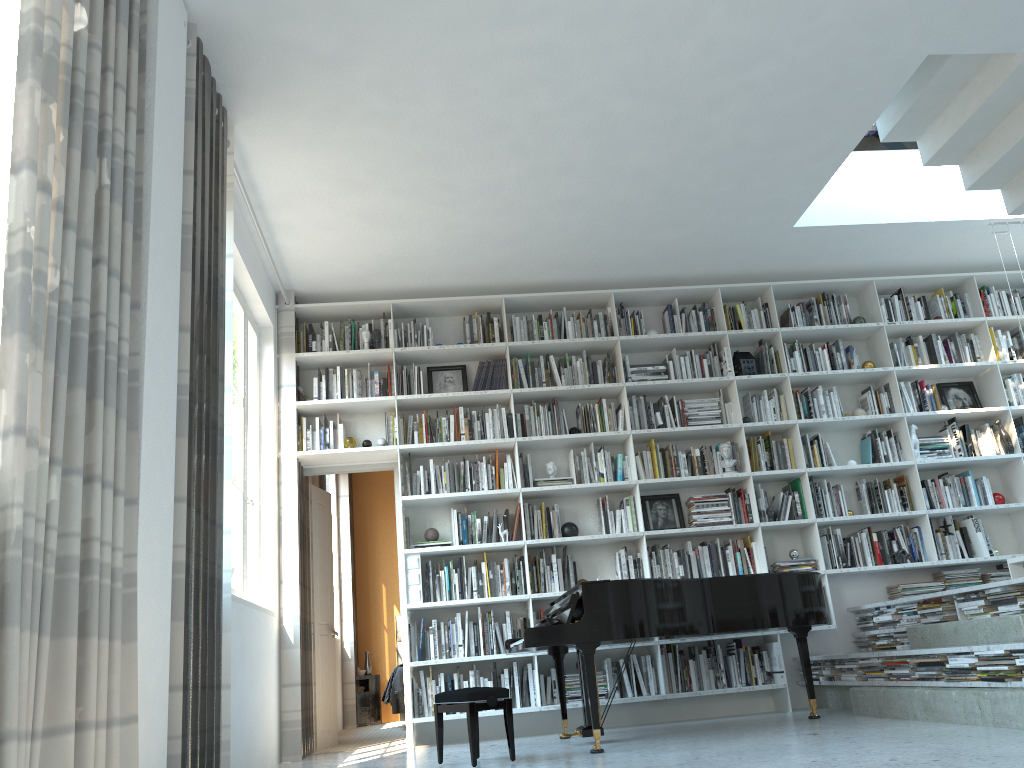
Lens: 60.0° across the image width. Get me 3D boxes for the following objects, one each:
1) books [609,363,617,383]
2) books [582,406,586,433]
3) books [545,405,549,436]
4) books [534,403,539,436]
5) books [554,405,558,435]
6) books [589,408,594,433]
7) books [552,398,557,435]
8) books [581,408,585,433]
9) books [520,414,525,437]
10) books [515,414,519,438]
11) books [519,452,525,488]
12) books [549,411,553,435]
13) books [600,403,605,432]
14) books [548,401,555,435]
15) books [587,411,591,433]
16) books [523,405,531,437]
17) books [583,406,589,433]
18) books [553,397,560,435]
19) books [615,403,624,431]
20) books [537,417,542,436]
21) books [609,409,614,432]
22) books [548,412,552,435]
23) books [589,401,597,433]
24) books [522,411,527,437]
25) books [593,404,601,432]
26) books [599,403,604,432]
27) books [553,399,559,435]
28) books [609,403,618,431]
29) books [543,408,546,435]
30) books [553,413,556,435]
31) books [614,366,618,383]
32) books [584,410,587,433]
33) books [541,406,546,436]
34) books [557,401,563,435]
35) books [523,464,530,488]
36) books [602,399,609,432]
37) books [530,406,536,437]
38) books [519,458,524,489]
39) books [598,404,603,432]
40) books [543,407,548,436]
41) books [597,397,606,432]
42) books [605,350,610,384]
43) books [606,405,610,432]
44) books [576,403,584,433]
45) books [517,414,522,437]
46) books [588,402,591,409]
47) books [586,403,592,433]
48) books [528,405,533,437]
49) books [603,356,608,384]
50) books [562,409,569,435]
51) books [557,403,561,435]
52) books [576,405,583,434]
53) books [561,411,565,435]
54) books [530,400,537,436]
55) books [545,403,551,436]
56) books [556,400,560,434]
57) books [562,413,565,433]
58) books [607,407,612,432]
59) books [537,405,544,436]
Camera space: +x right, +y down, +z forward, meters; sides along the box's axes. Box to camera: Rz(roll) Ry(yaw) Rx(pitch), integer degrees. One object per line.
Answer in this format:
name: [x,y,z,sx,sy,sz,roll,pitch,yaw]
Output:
books: [0.768,-0.036,6.789,0.028,0.211,0.135,-3,-18,-6]
books: [0.529,0.303,6.629,0.005,0.239,0.174,-3,-18,-6]
books: [0.254,0.309,6.601,0.009,0.260,0.181,-3,-18,-6]
books: [0.174,0.302,6.595,0.010,0.282,0.184,-3,-18,-6]
books: [0.321,0.308,6.618,0.010,0.261,0.158,-3,-18,-6]
books: [0.584,0.308,6.622,0.006,0.215,0.181,-3,-18,-6]
books: [0.311,0.283,6.633,0.004,0.319,0.153,-3,-18,-6]
books: [0.523,0.311,6.652,0.005,0.238,0.146,-3,-18,-6]
books: [0.075,0.348,6.605,0.024,0.218,0.140,-3,-18,-6]
books: [0.029,0.349,6.576,0.015,0.207,0.187,-3,-18,-6]
books: [0.077,0.663,6.509,0.011,0.297,0.136,-3,-18,-6]
books: [0.285,0.331,6.622,0.011,0.225,0.130,-3,-18,-6]
books: [0.669,0.291,6.651,0.006,0.252,0.181,-3,-18,-6]
books: [0.294,0.293,6.614,0.011,0.290,0.177,-3,-18,-6]
books: [0.565,0.324,6.640,0.011,0.199,0.163,-3,-18,-6]
books: [0.110,0.311,6.599,0.026,0.278,0.151,-3,-18,-6]
books: [0.548,0.301,6.622,0.005,0.235,0.179,-3,-18,-6]
books: [0.330,0.278,6.639,0.005,0.330,0.162,-3,-18,-6]
books: [0.803,0.285,6.641,0.064,0.236,0.209,-3,-18,-6]
books: [0.196,0.353,6.599,0.029,0.186,0.149,-3,-18,-6]
books: [0.736,0.308,6.661,0.024,0.215,0.142,-3,-18,-6]
books: [0.276,0.332,6.595,0.011,0.208,0.181,-3,-18,-6]
books: [0.603,0.283,6.665,0.033,0.286,0.155,-3,-18,-6]
books: [0.093,0.333,6.597,0.012,0.239,0.134,-3,-18,-6]
books: [0.630,0.292,6.629,0.013,0.243,0.189,-3,-18,-6]
books: [0.663,0.287,6.658,0.004,0.264,0.142,-3,-18,-6]
books: [0.325,0.286,6.639,0.005,0.315,0.157,-3,-18,-6]
books: [0.758,0.285,6.661,0.022,0.256,0.155,-3,-18,-6]
books: [0.232,0.315,6.615,0.010,0.261,0.170,-3,-18,-6]
books: [0.307,0.336,6.628,0.012,0.216,0.133,-3,-18,-6]
books: [0.792,-0.027,6.795,0.019,0.193,0.098,-3,-18,-6]
books: [0.538,0.319,6.643,0.013,0.215,0.150,-3,-18,-6]
books: [0.223,0.313,6.590,0.012,0.250,0.184,-3,-18,-6]
books: [0.351,0.290,6.613,0.011,0.286,0.189,-3,-18,-6]
books: [0.104,0.700,6.488,0.034,0.209,0.137,-3,-18,-6]
books: [0.690,0.275,6.657,0.022,0.283,0.190,-3,-18,-6]
books: [0.147,0.317,6.597,0.024,0.261,0.178,-3,-18,-6]
books: [0.063,0.678,6.484,0.024,0.256,0.134,-3,-18,-6]
books: [0.653,0.294,6.656,0.017,0.252,0.140,-3,-18,-6]
books: [0.243,0.317,6.615,0.011,0.255,0.152,-3,-18,-6]
books: [0.673,0.267,6.661,0.006,0.302,0.166,-3,-18,-6]
books: [0.723,-0.085,6.774,0.058,0.301,0.175,-3,-18,-6]
books: [0.706,0.289,6.661,0.010,0.256,0.140,-3,-18,-6]
books: [0.513,0.295,6.659,0.012,0.275,0.129,-3,-18,-6]
books: [0.048,0.348,6.604,0.029,0.224,0.137,-3,-18,-6]
books: [0.586,0.287,6.652,0.005,0.274,0.157,-3,-18,-6]
books: [0.572,0.295,6.659,0.009,0.266,0.150,-3,-18,-6]
books: [0.129,0.311,6.596,0.012,0.275,0.157,-3,-18,-6]
books: [0.710,-0.066,6.767,0.055,0.263,0.167,-3,-18,-6]
books: [0.395,0.320,6.627,0.031,0.231,0.148,-3,-18,-6]
books: [0.342,0.298,6.629,0.004,0.283,0.167,-3,-18,-6]
books: [0.506,0.304,6.648,0.005,0.253,0.161,-3,-18,-6]
books: [0.371,0.331,6.631,0.012,0.217,0.151,-3,-18,-6]
books: [0.161,0.294,6.619,0.011,0.316,0.155,-3,-18,-6]
books: [0.262,0.302,6.611,0.011,0.278,0.170,-3,-18,-6]
books: [0.336,0.289,6.635,0.005,0.304,0.163,-3,-18,-6]
books: [0.380,0.334,6.629,0.004,0.209,0.132,-3,-18,-6]
books: [0.718,0.303,6.661,0.011,0.229,0.166,-3,-18,-6]
books: [0.213,0.308,6.589,0.009,0.262,0.190,-3,-18,-6]
